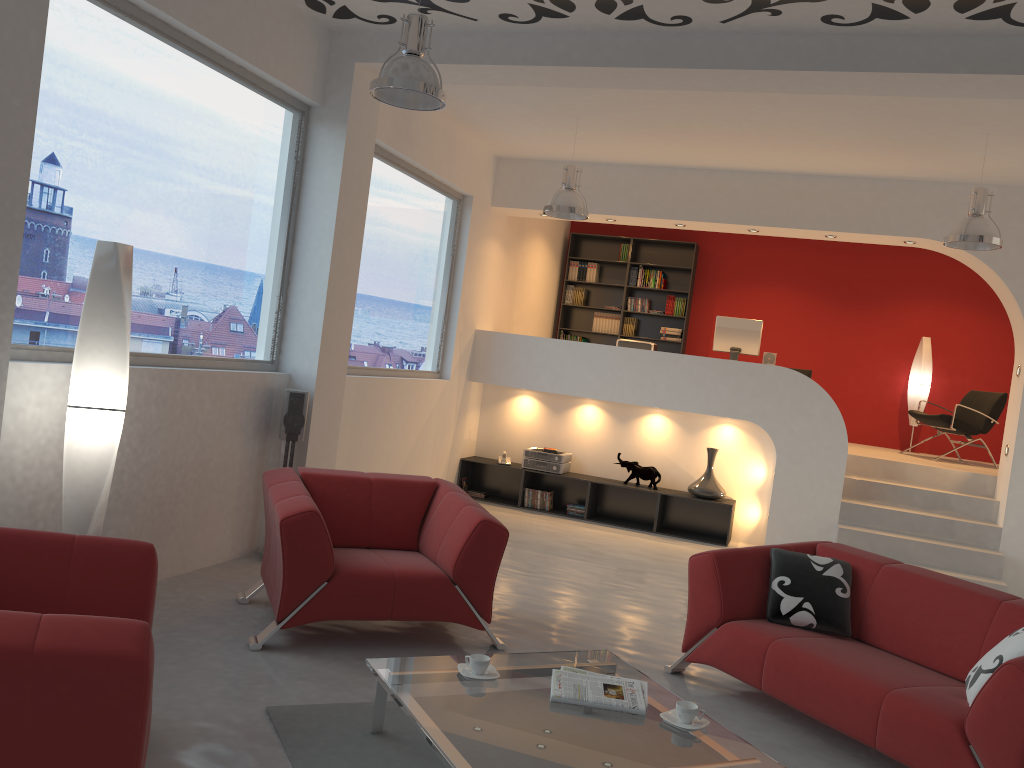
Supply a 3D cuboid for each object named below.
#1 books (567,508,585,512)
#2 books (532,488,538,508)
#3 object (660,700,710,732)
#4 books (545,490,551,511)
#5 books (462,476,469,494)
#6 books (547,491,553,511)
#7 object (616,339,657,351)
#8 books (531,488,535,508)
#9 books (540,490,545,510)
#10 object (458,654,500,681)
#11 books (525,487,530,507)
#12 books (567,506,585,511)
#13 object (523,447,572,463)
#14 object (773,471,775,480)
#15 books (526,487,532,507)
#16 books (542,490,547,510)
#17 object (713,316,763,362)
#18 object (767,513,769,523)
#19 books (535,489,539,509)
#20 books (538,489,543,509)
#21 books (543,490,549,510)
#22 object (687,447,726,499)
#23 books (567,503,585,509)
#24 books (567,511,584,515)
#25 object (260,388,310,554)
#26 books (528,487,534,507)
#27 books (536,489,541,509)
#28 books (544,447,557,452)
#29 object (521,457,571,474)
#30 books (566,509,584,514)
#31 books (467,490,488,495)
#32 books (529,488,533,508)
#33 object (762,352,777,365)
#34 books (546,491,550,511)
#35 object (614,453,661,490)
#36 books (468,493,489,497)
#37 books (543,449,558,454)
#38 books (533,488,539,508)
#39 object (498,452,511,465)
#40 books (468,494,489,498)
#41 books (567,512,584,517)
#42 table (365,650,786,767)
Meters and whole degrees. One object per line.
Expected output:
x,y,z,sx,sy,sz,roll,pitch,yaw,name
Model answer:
0.667,1.265,8.949,0.190,0.015,0.135,8,2,18,books
0.234,1.163,9.043,0.031,0.190,0.135,8,2,18,books
0.616,1.173,3.149,0.153,0.069,0.153,6,2,-45,object
0.361,1.181,9.000,0.031,0.190,0.135,8,2,18,books
-0.486,1.068,9.286,0.063,0.187,0.135,8,2,18,books
0.389,1.185,8.991,0.031,0.190,0.135,8,2,18,books
1.321,-0.341,9.300,0.397,0.217,0.458,8,2,18,object
0.220,1.161,9.048,0.031,0.190,0.135,8,2,18,books
0.319,1.175,9.014,0.031,0.190,0.135,8,2,18,books
-0.124,1.070,3.359,0.153,0.069,0.153,7,2,-15,object
0.164,1.153,9.067,0.031,0.190,0.135,8,2,18,books
0.663,1.250,8.943,0.190,0.015,0.135,8,2,18,books
0.365,0.728,9.086,0.430,0.077,0.349,8,2,18,object
2.498,0.878,8.447,0.011,0.105,0.105,8,2,18,object
0.178,1.155,9.062,0.031,0.190,0.135,8,2,18,books
0.333,1.177,9.010,0.031,0.190,0.135,8,2,18,books
2.260,-0.434,8.902,0.458,0.452,0.230,8,2,18,object
2.447,1.274,8.459,0.011,0.105,0.105,8,2,18,object
0.263,1.167,9.033,0.031,0.190,0.135,8,2,18,books
0.291,1.171,9.024,0.031,0.190,0.135,8,2,18,books
0.347,1.179,9.005,0.031,0.190,0.135,8,2,18,books
1.906,0.861,8.563,0.369,0.481,0.369,7,2,-16,object
0.658,1.234,8.953,0.190,0.015,0.135,8,2,13,books
0.667,1.295,8.949,0.190,0.015,0.135,8,2,18,books
-1.472,0.590,5.797,0.214,1.112,0.229,7,2,-17,object
0.192,1.157,9.057,0.031,0.190,0.135,8,2,18,books
0.277,1.169,9.029,0.031,0.190,0.135,8,2,18,books
0.393,0.671,9.053,0.135,0.015,0.190,7,2,3,books
0.350,0.825,9.082,0.430,0.100,0.365,8,2,18,object
0.660,1.279,8.952,0.190,0.015,0.135,8,2,23,books
-0.363,1.136,9.297,0.190,0.015,0.135,8,2,18,books
0.206,1.159,9.052,0.031,0.190,0.135,8,2,18,books
2.565,-0.239,8.850,0.133,0.147,0.151,7,2,2,object
0.375,1.183,8.995,0.031,0.190,0.135,8,2,18,books
1.249,0.861,8.809,0.507,0.296,0.191,9,2,34,object
-0.350,1.153,9.292,0.190,0.015,0.135,8,2,18,books
0.391,0.687,9.044,0.135,0.015,0.190,7,2,-2,books
0.249,1.165,9.038,0.031,0.190,0.135,8,2,18,books
-0.074,0.760,9.142,0.130,0.117,0.146,7,2,-6,object
-0.357,1.167,9.294,0.190,0.015,0.135,8,2,18,books
0.660,1.310,8.951,0.190,0.015,0.135,8,2,13,books
0.165,1.294,3.113,1.097,0.286,1.162,7,2,-27,table
